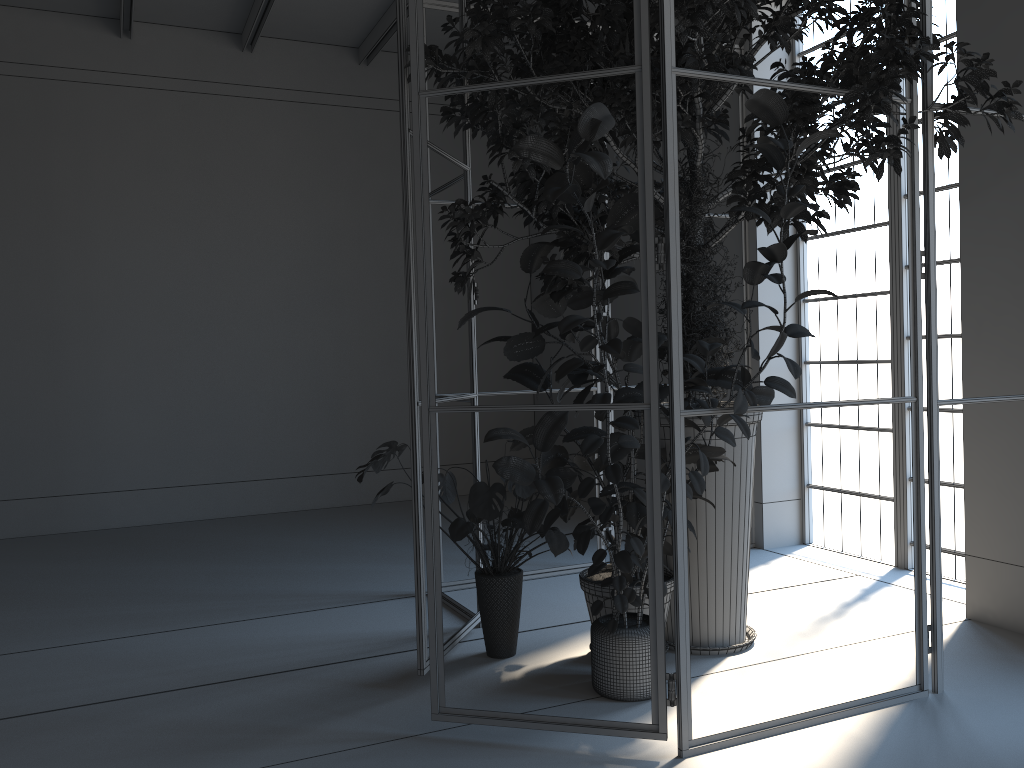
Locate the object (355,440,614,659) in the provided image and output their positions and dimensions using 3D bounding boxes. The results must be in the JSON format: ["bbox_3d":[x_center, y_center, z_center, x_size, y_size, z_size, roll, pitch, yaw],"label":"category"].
[{"bbox_3d":[-0.091,0.738,3.925,1.125,1.001,0.920,-2,2,-27],"label":"object"}]

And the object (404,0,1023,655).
[{"bbox_3d":[0.786,-0.866,3.862,2.486,4.154,2.243,-1,2,37],"label":"object"}]

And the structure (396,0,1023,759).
[{"bbox_3d":[0.752,-0.492,4.327,2.994,3.454,2.452,-2,2,-24],"label":"structure"}]

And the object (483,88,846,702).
[{"bbox_3d":[0.456,0.147,3.330,1.253,2.183,1.309,-2,1,-13],"label":"object"}]

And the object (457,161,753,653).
[{"bbox_3d":[0.374,0.123,3.980,1.270,2.157,0.868,-2,1,6],"label":"object"}]

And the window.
[{"bbox_3d":[3.983,-0.706,1.669,0.070,3.834,9.755,-2,2,-24],"label":"window"}]
